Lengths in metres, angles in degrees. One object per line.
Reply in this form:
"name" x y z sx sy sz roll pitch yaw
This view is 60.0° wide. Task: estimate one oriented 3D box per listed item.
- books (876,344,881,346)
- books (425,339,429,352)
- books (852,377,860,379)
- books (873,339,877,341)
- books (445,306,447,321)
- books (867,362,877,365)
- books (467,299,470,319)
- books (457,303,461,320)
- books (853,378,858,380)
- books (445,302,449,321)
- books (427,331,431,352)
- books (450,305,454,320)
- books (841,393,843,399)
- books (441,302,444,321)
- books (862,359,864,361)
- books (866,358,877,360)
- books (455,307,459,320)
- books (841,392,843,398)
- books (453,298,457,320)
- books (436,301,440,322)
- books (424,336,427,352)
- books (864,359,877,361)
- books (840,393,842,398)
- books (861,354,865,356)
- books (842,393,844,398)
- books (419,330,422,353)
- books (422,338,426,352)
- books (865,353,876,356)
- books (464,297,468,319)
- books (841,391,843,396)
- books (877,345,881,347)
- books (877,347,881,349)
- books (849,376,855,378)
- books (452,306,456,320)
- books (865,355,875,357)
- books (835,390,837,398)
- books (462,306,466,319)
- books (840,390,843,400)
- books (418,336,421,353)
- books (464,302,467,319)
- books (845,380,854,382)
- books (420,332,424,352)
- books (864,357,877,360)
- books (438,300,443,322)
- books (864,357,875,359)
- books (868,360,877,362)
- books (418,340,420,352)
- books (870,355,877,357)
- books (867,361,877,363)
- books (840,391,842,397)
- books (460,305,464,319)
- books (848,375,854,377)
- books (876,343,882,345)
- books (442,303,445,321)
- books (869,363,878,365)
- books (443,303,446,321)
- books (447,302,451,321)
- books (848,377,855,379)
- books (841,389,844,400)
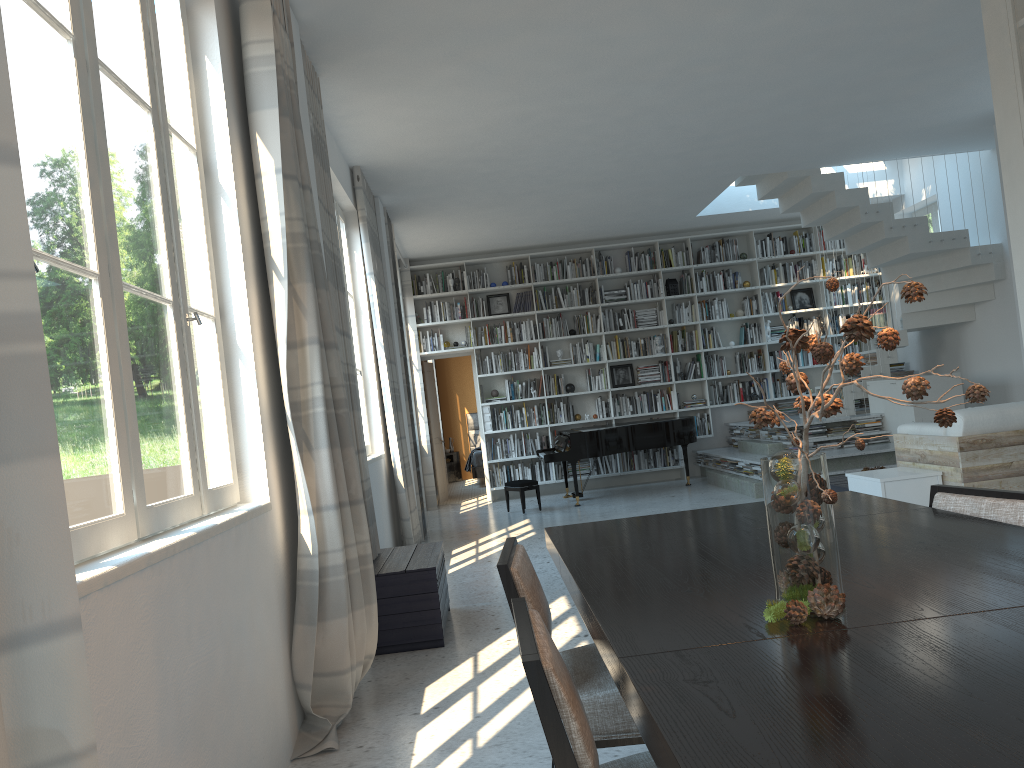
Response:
"books" 4.407 -0.472 10.421 0.191 0.014 0.243 -7 -2 11
"books" -1.100 -0.494 11.560 0.029 0.185 0.134 -7 -1 -2
"books" 4.167 -0.082 10.506 0.184 0.013 0.225 -6 -2 -5
"books" 4.485 -0.546 10.708 0.190 0.015 0.230 -7 -2 12
"books" -0.859 -0.914 11.580 0.011 0.231 0.135 -7 -1 -2
"books" 4.220 -0.245 10.208 0.215 0.013 0.189 -8 -2 30
"books" -0.572 -0.966 11.588 0.037 0.268 0.113 -7 -1 -2
"books" -0.683 -0.934 11.551 0.029 0.229 0.191 -7 -1 -2
"books" 4.169 -0.068 10.506 0.175 0.016 0.207 -6 -2 -8
"books" -0.841 -0.932 11.550 0.025 0.261 0.167 -7 -1 -2
"books" -1.080 -0.545 11.545 0.022 0.281 0.156 -7 -1 -2
"books" -0.782 -0.913 11.570 0.028 0.212 0.138 -7 -1 -2
"books" 3.816 0.112 10.100 0.125 0.123 0.034 -7 -1 -2
"books" -0.904 -0.928 11.550 0.013 0.268 0.162 -7 -1 -2
"books" 4.349 -0.303 10.723 0.143 0.019 0.230 -7 -2 -3
"books" 4.213 -0.295 10.208 0.232 0.011 0.171 -8 -2 34
"books" -0.711 -0.907 11.572 0.031 0.182 0.151 -7 -1 -2
"books" 3.816 0.111 10.093 0.125 0.123 0.034 -7 -1 -2
"books" -0.739 -0.965 11.556 0.012 0.303 0.189 -7 -1 -2
"books" -0.959 -0.931 11.536 0.021 0.286 0.179 -7 -1 -2
"books" -1.121 -0.510 11.535 0.010 0.220 0.181 -7 -1 -2
"books" 4.207 -0.286 10.194 0.295 0.006 0.146 -8 -2 32
"books" 3.815 0.112 10.124 0.125 0.123 0.034 -7 -1 -2
"books" 4.335 -0.360 10.724 0.157 0.014 0.180 -6 -2 -4
"books" 3.817 0.111 10.070 0.125 0.123 0.035 -7 -1 -2
"books" -1.189 -0.543 11.556 0.013 0.303 0.135 -7 -1 -2
"books" -1.139 -0.496 11.542 0.029 0.197 0.160 -7 -1 -2
"books" 4.205 -0.348 10.204 0.234 0.025 0.157 -8 -2 35
"books" -0.598 -0.976 11.571 0.014 0.294 0.173 -7 -1 -2
"books" 3.816 0.111 10.085 0.125 0.123 0.035 -7 -1 -2
"books" 4.409 -0.459 10.421 0.182 0.013 0.287 -7 -2 12
"books" 4.512 -0.449 10.702 0.149 0.014 0.228 -7 -2 10
"books" 4.181 -0.091 10.731 0.132 0.010 0.198 -7 -2 2
"books" -0.754 -0.909 11.579 0.029 0.197 0.144 -7 -1 -2
"books" 4.202 -0.333 10.197 0.254 0.005 0.161 -8 -2 30
"books" 3.809 0.116 10.261 0.125 0.125 0.008 -7 -1 -2
"books" -0.625 -0.919 11.567 0.026 0.188 0.154 -7 -1 -2
"books" 3.815 0.112 10.108 0.125 0.123 0.036 -7 -1 -2
"books" -1.196 -0.502 11.532 0.013 0.222 0.162 -7 -1 -2
"books" -0.609 -0.945 11.583 0.014 0.235 0.144 -7 -1 -2
"books" 4.160 -0.044 10.729 0.189 0.007 0.195 -6 -2 -5
"books" -1.169 -0.535 11.533 0.023 0.281 0.170 -7 -1 -2
"books" 4.204 -0.304 10.194 0.295 0.007 0.146 -7 -2 28
"books" -0.931 -0.936 11.557 0.037 0.291 0.155 -7 -1 -2
"books" 4.204 -0.311 10.194 0.295 0.007 0.146 -8 -2 32
"books" 4.208 -0.276 10.194 0.215 0.014 0.138 -7 -2 25
"books" -1.210 -0.504 11.530 0.013 0.228 0.179 -7 -1 -2
"books" 4.211 -0.323 10.210 0.184 0.016 0.179 -7 -2 26
"books" 4.216 -0.263 10.206 0.222 0.011 0.180 -8 -2 29
"books" 3.815 0.112 10.116 0.125 0.123 0.035 -7 -1 -2
"books" -0.653 -0.920 11.581 0.029 0.195 0.146 -7 -1 -2
"books" 4.172 -0.106 10.731 0.140 0.022 0.181 -6 -2 -9
"books" 4.413 -0.485 10.420 0.187 0.009 0.261 -7 -2 8
"books" -0.891 -0.920 11.549 0.012 0.249 0.192 -7 -1 -2
"books" 4.224 -0.233 10.212 0.206 0.012 0.183 -7 -2 25
"books" -0.874 -0.919 11.550 0.021 0.244 0.173 -7 -1 -2
"books" -0.813 -0.930 11.551 0.030 0.251 0.166 -7 -1 -2
"books" 4.175 -0.077 10.730 0.145 0.015 0.166 -6 -2 -8
"books" 3.816 0.111 10.077 0.125 0.123 0.036 -7 -1 -2
